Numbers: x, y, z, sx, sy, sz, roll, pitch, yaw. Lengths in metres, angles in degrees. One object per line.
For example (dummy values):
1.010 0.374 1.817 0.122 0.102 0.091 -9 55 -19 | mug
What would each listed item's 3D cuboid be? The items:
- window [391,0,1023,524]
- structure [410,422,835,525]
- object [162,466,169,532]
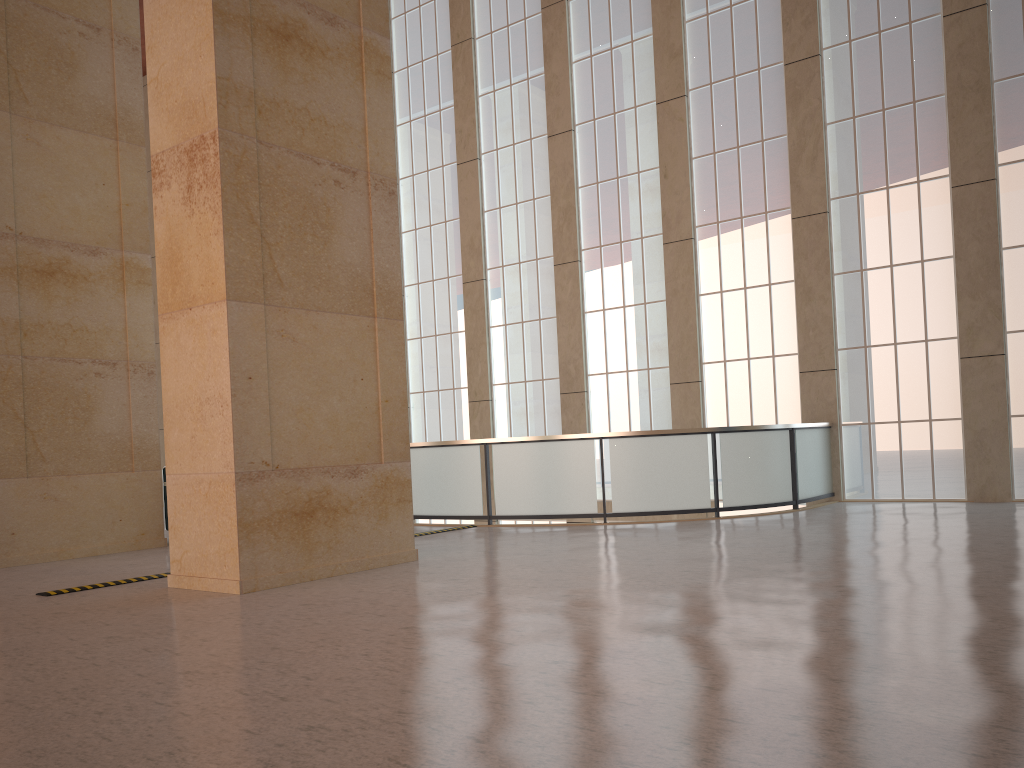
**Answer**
-49.614 5.262 63.105 165.210 28.648 0.010 -6 -2 37 | window
0.249 2.142 20.416 13.096 1.794 5.246 -5 -4 27 | structure
-6.187 2.379 17.796 1.275 1.541 1.054 -4 -2 37 | object
